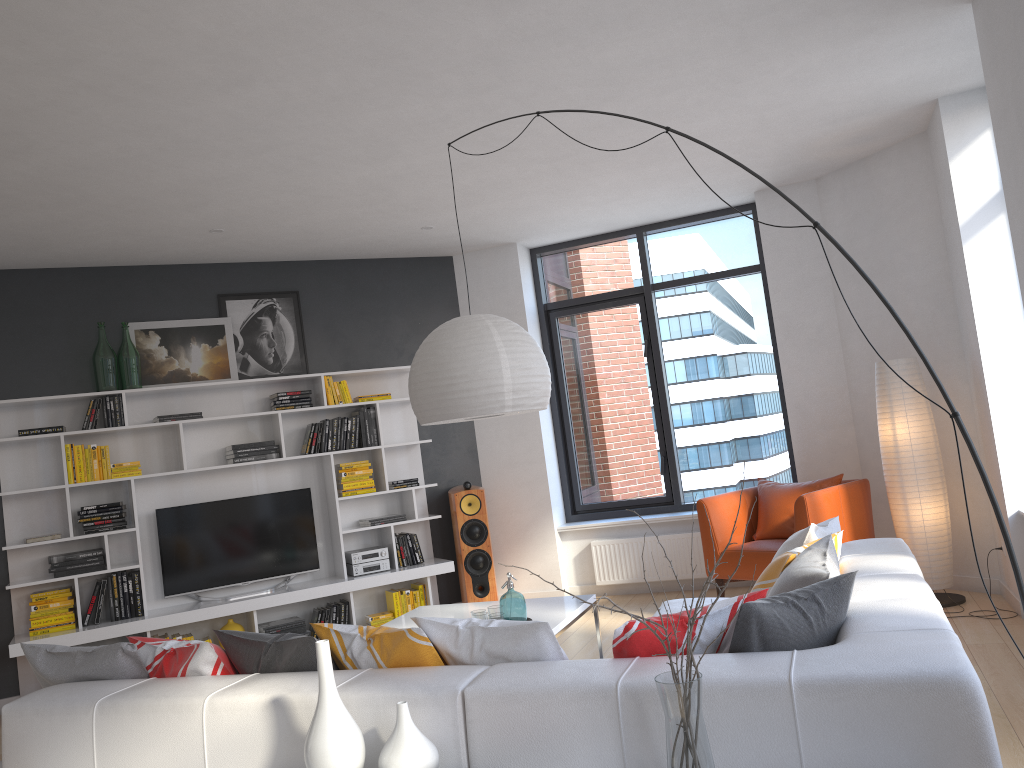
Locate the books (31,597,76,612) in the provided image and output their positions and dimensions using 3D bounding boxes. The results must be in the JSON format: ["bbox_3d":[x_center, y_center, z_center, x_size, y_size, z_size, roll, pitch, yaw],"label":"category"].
[{"bbox_3d":[-3.072,1.475,5.950,0.250,0.035,0.185,-6,-4,-22],"label":"books"}]

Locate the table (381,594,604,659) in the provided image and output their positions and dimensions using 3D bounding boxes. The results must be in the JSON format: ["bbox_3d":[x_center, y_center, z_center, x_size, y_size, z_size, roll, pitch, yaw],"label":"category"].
[{"bbox_3d":[-0.198,1.456,4.601,1.091,0.435,1.091,-9,-4,19],"label":"table"}]

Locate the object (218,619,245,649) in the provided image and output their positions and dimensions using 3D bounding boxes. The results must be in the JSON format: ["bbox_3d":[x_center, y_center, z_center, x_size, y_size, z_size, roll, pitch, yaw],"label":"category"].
[{"bbox_3d":[-1.978,1.792,6.267,0.185,0.257,0.185,-11,-5,42],"label":"object"}]

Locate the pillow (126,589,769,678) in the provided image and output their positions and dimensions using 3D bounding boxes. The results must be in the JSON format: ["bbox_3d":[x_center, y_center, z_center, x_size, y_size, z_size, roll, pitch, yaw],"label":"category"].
[{"bbox_3d":[-0.300,0.970,2.859,2.250,0.449,0.575,-9,-4,17],"label":"pillow"}]

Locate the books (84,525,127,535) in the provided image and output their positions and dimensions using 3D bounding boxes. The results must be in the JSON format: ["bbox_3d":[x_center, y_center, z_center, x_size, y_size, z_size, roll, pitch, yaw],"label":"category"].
[{"bbox_3d":[-2.795,1.001,6.095,0.263,0.026,0.189,-6,-4,-27],"label":"books"}]

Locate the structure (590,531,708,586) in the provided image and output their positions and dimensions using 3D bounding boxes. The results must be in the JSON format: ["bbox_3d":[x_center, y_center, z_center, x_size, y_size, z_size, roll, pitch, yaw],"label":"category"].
[{"bbox_3d":[1.368,1.409,7.018,1.474,0.460,0.110,-9,-4,19],"label":"structure"}]

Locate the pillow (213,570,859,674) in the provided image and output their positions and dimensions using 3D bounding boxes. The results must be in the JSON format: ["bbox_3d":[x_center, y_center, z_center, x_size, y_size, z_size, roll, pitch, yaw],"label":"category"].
[{"bbox_3d":[0.003,0.897,2.760,2.120,0.436,0.608,-9,-4,15],"label":"pillow"}]

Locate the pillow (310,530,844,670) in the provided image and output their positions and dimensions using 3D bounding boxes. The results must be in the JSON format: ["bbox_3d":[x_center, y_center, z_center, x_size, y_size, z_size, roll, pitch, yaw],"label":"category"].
[{"bbox_3d":[0.374,0.893,3.197,2.095,0.440,0.630,-6,-4,-24],"label":"pillow"}]

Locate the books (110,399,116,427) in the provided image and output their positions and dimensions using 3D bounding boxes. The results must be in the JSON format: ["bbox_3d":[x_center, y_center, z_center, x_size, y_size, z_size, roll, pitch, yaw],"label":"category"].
[{"bbox_3d":[-2.792,0.213,6.203,0.021,0.200,0.147,-6,-4,-26],"label":"books"}]

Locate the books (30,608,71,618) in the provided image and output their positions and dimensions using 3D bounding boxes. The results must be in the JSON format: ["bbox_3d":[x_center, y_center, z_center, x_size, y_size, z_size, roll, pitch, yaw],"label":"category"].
[{"bbox_3d":[-3.080,1.523,5.923,0.228,0.024,0.152,-6,-4,-21],"label":"books"}]

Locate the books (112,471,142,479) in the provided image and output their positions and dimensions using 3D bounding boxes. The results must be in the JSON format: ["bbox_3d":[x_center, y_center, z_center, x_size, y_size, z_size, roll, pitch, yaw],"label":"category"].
[{"bbox_3d":[-2.692,0.636,6.194,0.190,0.033,0.147,-6,-4,-26],"label":"books"}]

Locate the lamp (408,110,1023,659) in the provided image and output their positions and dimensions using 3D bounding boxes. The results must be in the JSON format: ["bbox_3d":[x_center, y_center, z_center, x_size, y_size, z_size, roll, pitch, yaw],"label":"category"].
[{"bbox_3d":[0.669,0.108,2.676,0.710,2.647,3.199,-5,-5,-35],"label":"lamp"}]

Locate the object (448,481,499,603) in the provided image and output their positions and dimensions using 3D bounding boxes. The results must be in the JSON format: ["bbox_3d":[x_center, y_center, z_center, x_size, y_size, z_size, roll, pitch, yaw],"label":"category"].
[{"bbox_3d":[-0.316,1.323,7.157,0.290,1.088,0.434,-7,-4,-11],"label":"object"}]

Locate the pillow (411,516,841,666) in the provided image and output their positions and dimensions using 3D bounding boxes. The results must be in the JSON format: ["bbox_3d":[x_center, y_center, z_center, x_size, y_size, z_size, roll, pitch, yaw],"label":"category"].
[{"bbox_3d":[0.641,0.851,3.368,2.156,0.456,0.580,-4,-5,-45],"label":"pillow"}]

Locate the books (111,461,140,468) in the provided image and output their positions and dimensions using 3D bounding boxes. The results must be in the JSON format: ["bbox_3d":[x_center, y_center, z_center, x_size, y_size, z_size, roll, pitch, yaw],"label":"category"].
[{"bbox_3d":[-2.709,0.567,6.209,0.186,0.026,0.138,-6,-4,-26],"label":"books"}]

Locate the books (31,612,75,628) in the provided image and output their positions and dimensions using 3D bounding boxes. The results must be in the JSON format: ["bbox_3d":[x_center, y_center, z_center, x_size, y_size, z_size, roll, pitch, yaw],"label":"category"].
[{"bbox_3d":[-3.065,1.570,5.931,0.255,0.044,0.198,-6,-4,-26],"label":"books"}]

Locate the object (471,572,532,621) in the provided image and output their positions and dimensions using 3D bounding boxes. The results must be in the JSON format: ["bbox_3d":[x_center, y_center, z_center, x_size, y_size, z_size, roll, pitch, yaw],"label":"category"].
[{"bbox_3d":[-0.078,1.073,4.402,0.330,0.265,0.330,-11,-5,43],"label":"object"}]

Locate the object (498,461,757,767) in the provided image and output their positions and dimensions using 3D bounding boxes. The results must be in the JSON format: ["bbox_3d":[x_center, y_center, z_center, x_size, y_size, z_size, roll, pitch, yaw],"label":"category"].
[{"bbox_3d":[0.359,0.554,1.902,0.607,0.744,0.406,-5,-4,-31],"label":"object"}]

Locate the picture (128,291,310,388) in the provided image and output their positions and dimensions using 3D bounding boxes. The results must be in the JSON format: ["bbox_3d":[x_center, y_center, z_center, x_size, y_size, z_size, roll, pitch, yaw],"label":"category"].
[{"bbox_3d":[-2.208,-0.335,6.707,1.279,0.707,0.076,-6,-4,-26],"label":"picture"}]

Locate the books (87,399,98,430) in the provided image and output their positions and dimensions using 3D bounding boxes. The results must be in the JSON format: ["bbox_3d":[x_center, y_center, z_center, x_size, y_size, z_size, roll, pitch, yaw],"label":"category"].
[{"bbox_3d":[-2.911,0.220,6.159,0.087,0.214,0.171,-6,-4,-25],"label":"books"}]

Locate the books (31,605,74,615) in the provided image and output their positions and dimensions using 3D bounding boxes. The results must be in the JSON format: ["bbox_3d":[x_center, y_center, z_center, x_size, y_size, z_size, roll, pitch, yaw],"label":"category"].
[{"bbox_3d":[-3.079,1.503,5.946,0.251,0.019,0.180,-6,-4,-26],"label":"books"}]

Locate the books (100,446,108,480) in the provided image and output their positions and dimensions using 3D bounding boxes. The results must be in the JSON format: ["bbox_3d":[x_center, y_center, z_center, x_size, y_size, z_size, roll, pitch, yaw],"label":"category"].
[{"bbox_3d":[-2.831,0.551,6.152,0.024,0.234,0.172,-6,-4,-26],"label":"books"}]

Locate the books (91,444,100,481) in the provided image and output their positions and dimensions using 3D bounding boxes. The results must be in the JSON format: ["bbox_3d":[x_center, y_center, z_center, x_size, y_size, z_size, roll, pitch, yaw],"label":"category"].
[{"bbox_3d":[-2.881,0.547,6.131,0.035,0.250,0.185,-6,-4,-26],"label":"books"}]

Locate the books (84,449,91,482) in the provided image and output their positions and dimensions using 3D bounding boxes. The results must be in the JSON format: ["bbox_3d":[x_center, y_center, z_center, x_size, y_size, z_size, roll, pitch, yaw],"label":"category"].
[{"bbox_3d":[-2.915,0.562,6.095,0.024,0.229,0.156,-6,-4,-26],"label":"books"}]

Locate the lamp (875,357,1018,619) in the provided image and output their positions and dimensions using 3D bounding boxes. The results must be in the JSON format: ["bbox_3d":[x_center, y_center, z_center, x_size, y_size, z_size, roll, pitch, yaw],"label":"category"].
[{"bbox_3d":[2.575,0.594,5.420,0.502,1.550,0.804,-6,-4,-20],"label":"lamp"}]

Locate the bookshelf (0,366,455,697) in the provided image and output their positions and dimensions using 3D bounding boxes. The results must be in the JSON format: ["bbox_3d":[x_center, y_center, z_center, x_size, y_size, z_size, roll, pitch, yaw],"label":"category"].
[{"bbox_3d":[-1.960,1.003,6.422,3.000,2.052,0.455,-6,-4,-26],"label":"bookshelf"}]

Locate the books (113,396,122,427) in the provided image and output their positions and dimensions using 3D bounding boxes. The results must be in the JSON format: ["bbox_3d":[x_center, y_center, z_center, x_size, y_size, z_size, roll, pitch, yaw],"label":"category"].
[{"bbox_3d":[-2.768,0.202,6.217,0.038,0.218,0.169,-6,-4,-26],"label":"books"}]

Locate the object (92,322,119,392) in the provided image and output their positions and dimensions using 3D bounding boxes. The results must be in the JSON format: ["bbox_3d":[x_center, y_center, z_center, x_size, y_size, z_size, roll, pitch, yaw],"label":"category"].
[{"bbox_3d":[-2.853,-0.187,6.210,0.157,0.507,0.157,-7,-4,-12],"label":"object"}]

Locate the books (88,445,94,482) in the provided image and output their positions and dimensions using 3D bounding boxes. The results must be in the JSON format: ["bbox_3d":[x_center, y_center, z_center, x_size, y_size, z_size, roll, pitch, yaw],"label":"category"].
[{"bbox_3d":[-2.906,0.550,6.121,0.019,0.251,0.180,-6,-4,-26],"label":"books"}]

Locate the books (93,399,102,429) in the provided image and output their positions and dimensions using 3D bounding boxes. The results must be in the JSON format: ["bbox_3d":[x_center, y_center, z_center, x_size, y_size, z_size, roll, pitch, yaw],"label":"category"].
[{"bbox_3d":[-2.880,0.215,6.160,0.074,0.212,0.154,-6,-4,-26],"label":"books"}]

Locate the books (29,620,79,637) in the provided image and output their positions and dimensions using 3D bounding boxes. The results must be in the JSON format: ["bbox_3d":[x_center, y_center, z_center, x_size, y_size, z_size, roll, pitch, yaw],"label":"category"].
[{"bbox_3d":[-3.049,1.630,5.915,0.270,0.029,0.204,-6,-4,-21],"label":"books"}]

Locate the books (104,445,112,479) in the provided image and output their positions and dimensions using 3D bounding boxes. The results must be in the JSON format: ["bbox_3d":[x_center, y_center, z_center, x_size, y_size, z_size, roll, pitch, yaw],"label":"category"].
[{"bbox_3d":[-2.809,0.549,6.167,0.024,0.234,0.172,-6,-4,-26],"label":"books"}]

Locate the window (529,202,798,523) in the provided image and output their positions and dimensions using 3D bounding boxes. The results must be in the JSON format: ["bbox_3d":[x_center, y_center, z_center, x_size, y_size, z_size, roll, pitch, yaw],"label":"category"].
[{"bbox_3d":[1.246,-0.134,7.441,1.960,2.402,0.170,-9,-4,19],"label":"window"}]

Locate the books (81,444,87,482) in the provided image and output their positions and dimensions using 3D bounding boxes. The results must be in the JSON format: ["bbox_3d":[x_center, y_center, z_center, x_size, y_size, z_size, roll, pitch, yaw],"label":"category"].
[{"bbox_3d":[-2.943,0.550,6.107,0.015,0.263,0.199,-6,-4,-26],"label":"books"}]

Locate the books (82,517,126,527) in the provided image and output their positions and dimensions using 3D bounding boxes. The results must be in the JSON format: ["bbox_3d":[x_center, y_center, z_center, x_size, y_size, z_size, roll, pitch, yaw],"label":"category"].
[{"bbox_3d":[-2.815,0.951,6.114,0.266,0.030,0.209,-6,-4,-27],"label":"books"}]

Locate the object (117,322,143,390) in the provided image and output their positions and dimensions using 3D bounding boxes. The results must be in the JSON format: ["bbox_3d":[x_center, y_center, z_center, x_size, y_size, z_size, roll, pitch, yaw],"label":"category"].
[{"bbox_3d":[-2.738,-0.194,6.328,0.157,0.507,0.157,-7,-4,-12],"label":"object"}]

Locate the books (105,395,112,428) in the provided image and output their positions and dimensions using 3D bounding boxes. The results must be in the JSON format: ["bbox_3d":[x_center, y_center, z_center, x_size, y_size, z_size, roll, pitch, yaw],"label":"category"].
[{"bbox_3d":[-2.818,0.201,6.198,0.025,0.232,0.176,-6,-4,-26],"label":"books"}]

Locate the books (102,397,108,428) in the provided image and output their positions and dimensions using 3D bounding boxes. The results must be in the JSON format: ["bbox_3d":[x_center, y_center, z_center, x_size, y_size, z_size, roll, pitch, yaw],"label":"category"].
[{"bbox_3d":[-2.838,0.209,6.182,0.021,0.221,0.156,-6,-4,-26],"label":"books"}]

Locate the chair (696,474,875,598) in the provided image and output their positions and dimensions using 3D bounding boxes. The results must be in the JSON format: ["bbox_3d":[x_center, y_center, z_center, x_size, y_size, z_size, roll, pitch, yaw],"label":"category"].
[{"bbox_3d":[1.883,1.068,5.957,0.843,0.858,0.896,-5,-5,-38],"label":"chair"}]

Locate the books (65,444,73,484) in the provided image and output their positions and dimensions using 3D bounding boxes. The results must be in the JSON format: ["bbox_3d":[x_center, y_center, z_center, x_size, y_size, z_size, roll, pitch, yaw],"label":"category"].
[{"bbox_3d":[-3.020,0.551,6.053,0.029,0.270,0.204,-6,-4,-26],"label":"books"}]

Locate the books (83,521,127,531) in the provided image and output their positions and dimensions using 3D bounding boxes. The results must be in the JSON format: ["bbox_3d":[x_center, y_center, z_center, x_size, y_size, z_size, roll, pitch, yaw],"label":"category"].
[{"bbox_3d":[-2.798,0.976,6.099,0.270,0.025,0.189,-6,-4,-27],"label":"books"}]

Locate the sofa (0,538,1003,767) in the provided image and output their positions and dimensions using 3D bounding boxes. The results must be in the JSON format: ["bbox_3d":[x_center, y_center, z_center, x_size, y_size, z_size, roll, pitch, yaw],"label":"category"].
[{"bbox_3d":[-0.076,1.238,3.645,3.424,0.732,2.614,-9,-4,19],"label":"sofa"}]

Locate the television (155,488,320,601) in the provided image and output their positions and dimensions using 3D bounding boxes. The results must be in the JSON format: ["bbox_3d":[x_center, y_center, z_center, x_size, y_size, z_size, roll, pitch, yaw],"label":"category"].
[{"bbox_3d":[-1.991,1.188,6.506,1.102,0.704,0.207,-6,-4,-26],"label":"television"}]

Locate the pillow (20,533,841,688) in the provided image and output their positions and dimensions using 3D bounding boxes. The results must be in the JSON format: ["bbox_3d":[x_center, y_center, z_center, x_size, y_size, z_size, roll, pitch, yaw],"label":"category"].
[{"bbox_3d":[-0.282,0.959,3.206,2.953,0.453,0.647,-8,-4,7],"label":"pillow"}]

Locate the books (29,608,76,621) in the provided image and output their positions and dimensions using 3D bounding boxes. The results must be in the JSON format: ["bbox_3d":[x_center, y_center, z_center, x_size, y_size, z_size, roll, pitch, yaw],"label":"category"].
[{"bbox_3d":[-3.078,1.543,5.945,0.263,0.015,0.198,-6,-4,-22],"label":"books"}]

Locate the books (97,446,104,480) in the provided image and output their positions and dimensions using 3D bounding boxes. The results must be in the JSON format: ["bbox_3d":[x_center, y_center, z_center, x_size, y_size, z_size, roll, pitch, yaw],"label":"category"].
[{"bbox_3d":[-2.854,0.551,6.145,0.023,0.239,0.169,-6,-4,-26],"label":"books"}]

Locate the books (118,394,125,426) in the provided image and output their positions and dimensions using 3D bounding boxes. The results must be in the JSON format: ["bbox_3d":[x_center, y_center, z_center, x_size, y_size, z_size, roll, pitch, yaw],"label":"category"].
[{"bbox_3d":[-2.740,0.192,6.223,0.019,0.230,0.174,-6,-4,-26],"label":"books"}]

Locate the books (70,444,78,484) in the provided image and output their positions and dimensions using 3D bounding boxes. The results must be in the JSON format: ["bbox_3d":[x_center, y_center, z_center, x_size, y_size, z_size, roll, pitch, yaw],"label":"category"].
[{"bbox_3d":[-2.999,0.550,6.072,0.025,0.270,0.213,-6,-4,-26],"label":"books"}]

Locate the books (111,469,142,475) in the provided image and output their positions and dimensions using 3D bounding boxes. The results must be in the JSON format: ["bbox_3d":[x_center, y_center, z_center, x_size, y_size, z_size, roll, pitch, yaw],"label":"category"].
[{"bbox_3d":[-2.696,0.614,6.199,0.196,0.011,0.148,-6,-4,-25],"label":"books"}]

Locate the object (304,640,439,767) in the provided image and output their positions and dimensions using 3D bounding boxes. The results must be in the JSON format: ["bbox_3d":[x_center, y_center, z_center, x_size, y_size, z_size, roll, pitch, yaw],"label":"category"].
[{"bbox_3d":[-0.391,0.851,2.249,0.316,0.398,0.319,-11,-5,43],"label":"object"}]

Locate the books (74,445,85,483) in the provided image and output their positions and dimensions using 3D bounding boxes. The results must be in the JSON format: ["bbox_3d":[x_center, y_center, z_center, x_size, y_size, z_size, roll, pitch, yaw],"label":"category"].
[{"bbox_3d":[-2.969,0.554,6.091,0.044,0.255,0.198,-6,-4,-26],"label":"books"}]

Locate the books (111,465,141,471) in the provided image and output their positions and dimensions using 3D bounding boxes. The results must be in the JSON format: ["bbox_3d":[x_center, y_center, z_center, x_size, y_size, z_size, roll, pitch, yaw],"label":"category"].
[{"bbox_3d":[-2.698,0.585,6.198,0.187,0.014,0.134,-6,-4,-26],"label":"books"}]

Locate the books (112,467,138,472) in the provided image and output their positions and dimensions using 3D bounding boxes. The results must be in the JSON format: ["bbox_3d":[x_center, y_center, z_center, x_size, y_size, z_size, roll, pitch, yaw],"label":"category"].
[{"bbox_3d":[-2.695,0.599,6.180,0.169,0.018,0.113,-6,-4,-24],"label":"books"}]

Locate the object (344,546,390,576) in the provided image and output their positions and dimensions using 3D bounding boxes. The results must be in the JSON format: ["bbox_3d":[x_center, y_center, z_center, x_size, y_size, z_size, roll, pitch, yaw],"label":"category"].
[{"bbox_3d":[-1.119,1.363,6.824,0.285,0.174,0.270,-6,-4,-26],"label":"object"}]
